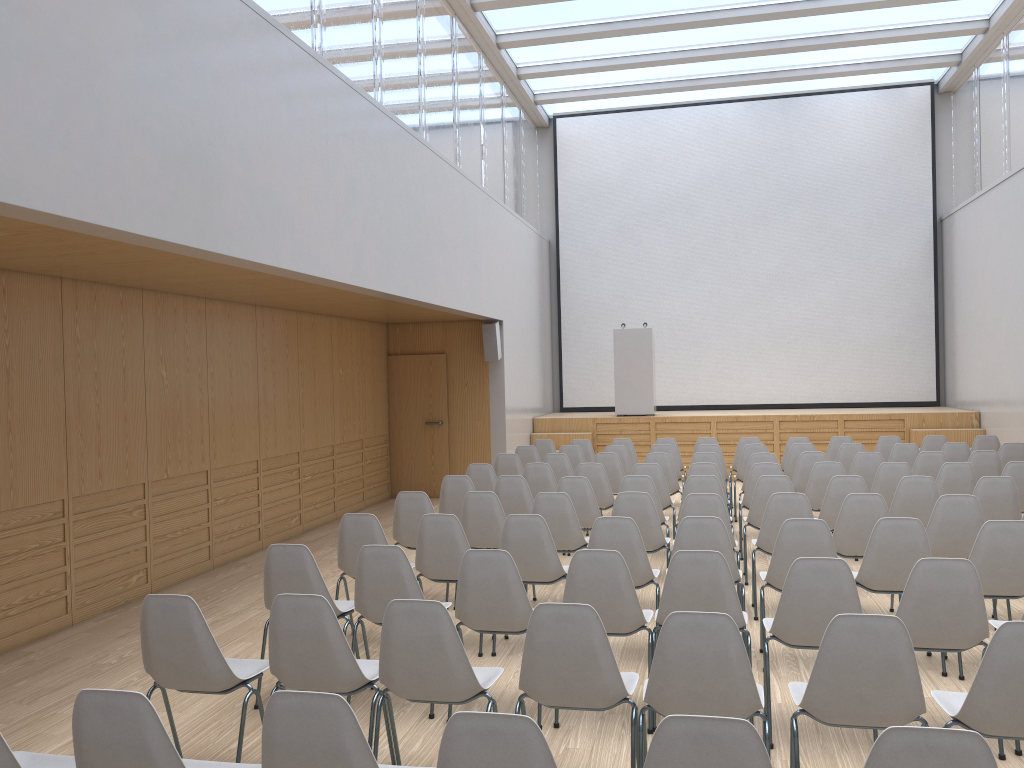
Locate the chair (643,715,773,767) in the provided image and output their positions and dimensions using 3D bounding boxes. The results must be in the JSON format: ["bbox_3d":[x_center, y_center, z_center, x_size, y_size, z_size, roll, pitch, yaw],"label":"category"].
[{"bbox_3d":[0.538,1.237,2.396,0.479,0.876,0.505,-1,1,13],"label":"chair"}]

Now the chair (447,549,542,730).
[{"bbox_3d":[-0.055,1.229,4.517,0.479,0.876,0.505,-1,1,13],"label":"chair"}]

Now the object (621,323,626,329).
[{"bbox_3d":[1.785,-0.823,14.135,0.166,0.305,0.252,-2,1,-16],"label":"object"}]

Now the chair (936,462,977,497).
[{"bbox_3d":[3.841,1.095,7.766,0.479,0.876,0.505,-1,1,13],"label":"chair"}]

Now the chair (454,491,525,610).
[{"bbox_3d":[-0.161,1.209,6.650,0.479,0.876,0.505,-1,1,13],"label":"chair"}]

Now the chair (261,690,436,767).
[{"bbox_3d":[-0.486,1.260,2.635,0.479,0.876,0.505,-1,1,13],"label":"chair"}]

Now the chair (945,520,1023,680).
[{"bbox_3d":[2.690,1.155,4.950,0.479,0.876,0.505,-1,1,13],"label":"chair"}]

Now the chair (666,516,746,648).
[{"bbox_3d":[1.149,1.190,5.314,0.479,0.876,0.505,-1,1,13],"label":"chair"}]

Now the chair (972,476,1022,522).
[{"bbox_3d":[3.627,1.112,6.768,0.479,0.876,0.505,-1,1,13],"label":"chair"}]

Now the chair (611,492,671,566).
[{"bbox_3d":[0.910,1.184,6.421,0.479,0.876,0.505,-1,1,13],"label":"chair"}]

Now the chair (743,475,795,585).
[{"bbox_3d":[2.111,1.146,7.167,0.479,0.876,0.505,-1,1,13],"label":"chair"}]

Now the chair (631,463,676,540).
[{"bbox_3d":[1.292,1.154,8.314,0.479,0.876,0.505,-1,1,13],"label":"chair"}]

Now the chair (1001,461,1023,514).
[{"bbox_3d":[4.349,1.083,7.702,0.479,0.876,0.505,-1,1,13],"label":"chair"}]

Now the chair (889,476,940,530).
[{"bbox_3d":[3.110,1.123,6.905,0.479,0.876,0.505,-1,1,13],"label":"chair"}]

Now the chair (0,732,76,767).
[{"bbox_3d":[-1.544,1.286,2.759,0.479,0.876,0.505,-1,1,13],"label":"chair"}]

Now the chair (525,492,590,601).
[{"bbox_3d":[0.350,1.197,6.517,0.479,0.876,0.505,-1,1,13],"label":"chair"}]

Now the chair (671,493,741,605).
[{"bbox_3d":[1.360,1.175,6.250,0.479,0.876,0.505,-1,1,13],"label":"chair"}]

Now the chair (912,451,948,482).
[{"bbox_3d":[4.093,1.078,8.755,0.479,0.876,0.505,-1,1,13],"label":"chair"}]

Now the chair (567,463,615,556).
[{"bbox_3d":[0.788,1.165,8.468,0.479,0.876,0.505,-1,1,13],"label":"chair"}]

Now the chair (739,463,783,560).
[{"bbox_3d":[2.312,1.131,8.087,0.479,0.876,0.505,-1,1,13],"label":"chair"}]

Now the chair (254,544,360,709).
[{"bbox_3d":[-1.083,1.252,4.788,0.479,0.876,0.505,-1,1,13],"label":"chair"}]

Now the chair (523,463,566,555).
[{"bbox_3d":[0.304,1.176,8.595,0.479,0.876,0.505,-1,1,13],"label":"chair"}]

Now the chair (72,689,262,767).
[{"bbox_3d":[-1.036,1.274,2.687,0.479,0.876,0.505,-1,1,13],"label":"chair"}]

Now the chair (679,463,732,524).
[{"bbox_3d":[1.790,1.142,8.224,0.479,0.876,0.505,-1,1,13],"label":"chair"}]

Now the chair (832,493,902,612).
[{"bbox_3d":[2.377,1.151,6.065,0.479,0.876,0.505,-1,1,13],"label":"chair"}]

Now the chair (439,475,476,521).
[{"bbox_3d":[-0.403,1.203,7.739,0.479,0.876,0.505,-1,1,13],"label":"chair"}]

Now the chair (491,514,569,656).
[{"bbox_3d":[0.142,1.213,5.558,0.479,0.876,0.505,-1,1,13],"label":"chair"}]

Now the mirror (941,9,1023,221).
[{"bbox_3d":[5.221,-3.593,5.871,0.253,2.090,17.826,-1,1,13],"label":"mirror"}]

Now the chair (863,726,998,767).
[{"bbox_3d":[1.036,1.226,2.295,0.479,0.876,0.505,-1,1,13],"label":"chair"}]

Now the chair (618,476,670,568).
[{"bbox_3d":[1.070,1.170,7.381,0.479,0.876,0.505,-1,1,13],"label":"chair"}]

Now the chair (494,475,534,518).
[{"bbox_3d":[0.056,1.193,7.607,0.479,0.876,0.505,-1,1,13],"label":"chair"}]

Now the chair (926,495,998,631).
[{"bbox_3d":[2.911,1.139,5.904,0.479,0.876,0.505,-1,1,13],"label":"chair"}]

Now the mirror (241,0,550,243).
[{"bbox_3d":[-1.406,-3.441,7.351,0.253,2.090,17.826,-1,1,13],"label":"mirror"}]

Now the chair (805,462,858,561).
[{"bbox_3d":[2.843,1.118,8.038,0.479,0.876,0.505,-1,1,13],"label":"chair"}]

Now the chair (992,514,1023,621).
[{"bbox_3d":[3.411,1.128,5.750,0.479,0.876,0.505,-1,1,13],"label":"chair"}]

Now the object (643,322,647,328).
[{"bbox_3d":[2.124,-0.830,14.060,0.166,0.305,0.252,-2,1,-16],"label":"object"}]

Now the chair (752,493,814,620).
[{"bbox_3d":[1.916,1.161,6.186,0.479,0.876,0.505,-1,1,13],"label":"chair"}]

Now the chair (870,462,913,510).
[{"bbox_3d":[3.364,1.106,7.893,0.479,0.876,0.505,-1,1,13],"label":"chair"}]

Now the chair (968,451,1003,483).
[{"bbox_3d":[4.561,1.067,8.679,0.479,0.876,0.505,-1,1,13],"label":"chair"}]

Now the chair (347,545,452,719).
[{"bbox_3d":[-0.590,1.241,4.697,0.479,0.876,0.505,-1,1,13],"label":"chair"}]

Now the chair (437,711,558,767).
[{"bbox_3d":[0.016,1.250,2.453,0.479,0.876,0.505,-1,1,13],"label":"chair"}]

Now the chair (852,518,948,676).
[{"bbox_3d":[2.189,1.166,5.111,0.479,0.876,0.505,-1,1,13],"label":"chair"}]

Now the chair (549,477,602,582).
[{"bbox_3d":[0.566,1.182,7.410,0.479,0.876,0.505,-1,1,13],"label":"chair"}]

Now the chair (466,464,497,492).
[{"bbox_3d":[-0.240,1.189,8.656,0.479,0.876,0.505,-1,1,13],"label":"chair"}]

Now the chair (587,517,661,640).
[{"bbox_3d":[0.659,1.202,5.382,0.479,0.876,0.505,-1,1,13],"label":"chair"}]

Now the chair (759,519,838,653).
[{"bbox_3d":[1.685,1.178,5.153,0.479,0.876,0.505,-1,1,13],"label":"chair"}]

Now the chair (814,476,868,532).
[{"bbox_3d":[2.630,1.134,7.032,0.479,0.876,0.505,-1,1,13],"label":"chair"}]

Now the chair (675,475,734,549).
[{"bbox_3d":[1.580,1.158,7.296,0.479,0.876,0.505,-1,1,13],"label":"chair"}]
